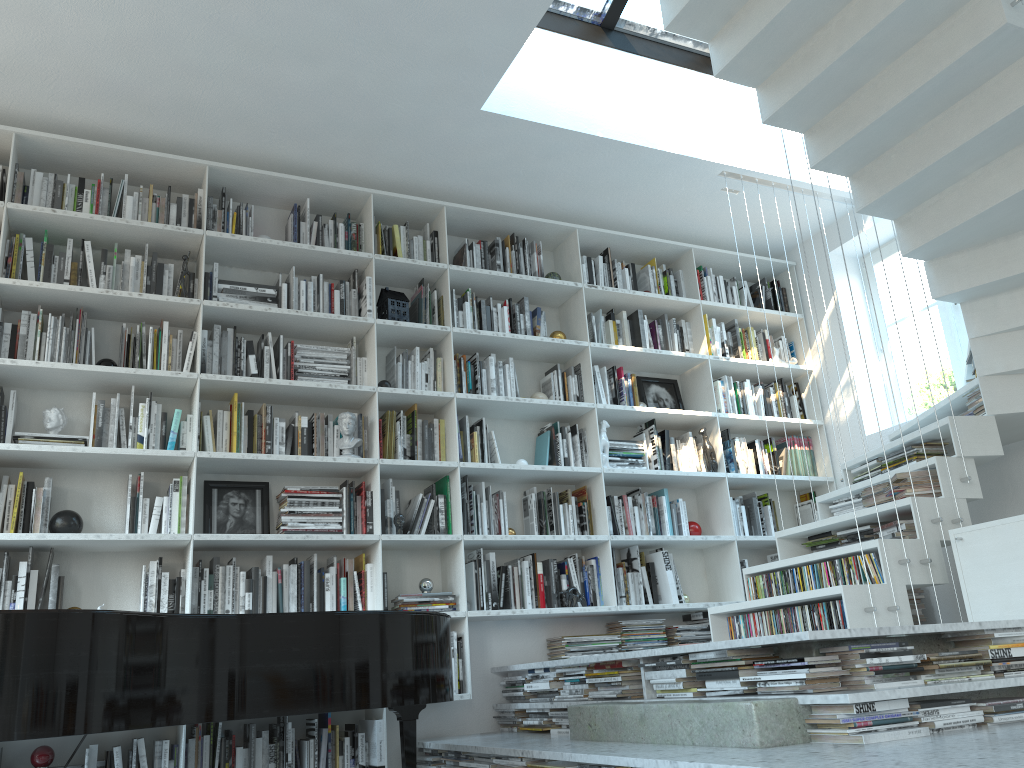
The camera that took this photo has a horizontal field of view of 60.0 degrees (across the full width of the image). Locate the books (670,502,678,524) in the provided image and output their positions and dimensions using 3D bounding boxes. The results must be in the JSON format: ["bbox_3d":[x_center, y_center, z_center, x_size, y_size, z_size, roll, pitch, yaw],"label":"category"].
[{"bbox_3d":[0.912,0.810,5.155,0.037,0.218,0.140,4,-20,-25],"label":"books"}]

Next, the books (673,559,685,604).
[{"bbox_3d":[0.902,1.126,5.031,0.062,0.273,0.148,4,-20,-25],"label":"books"}]

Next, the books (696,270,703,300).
[{"bbox_3d":[1.187,-0.583,5.784,0.013,0.285,0.151,4,-20,-25],"label":"books"}]

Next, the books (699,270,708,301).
[{"bbox_3d":[1.204,-0.578,5.775,0.012,0.268,0.185,4,-20,-25],"label":"books"}]

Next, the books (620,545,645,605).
[{"bbox_3d":[0.669,1.076,4.926,0.014,0.332,0.169,4,-20,-25],"label":"books"}]

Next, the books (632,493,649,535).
[{"bbox_3d":[0.702,0.764,5.030,0.028,0.254,0.192,4,-20,-25],"label":"books"}]

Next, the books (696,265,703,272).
[{"bbox_3d":[1.223,-0.597,5.821,0.014,0.330,0.143,4,-20,-25],"label":"books"}]

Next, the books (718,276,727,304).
[{"bbox_3d":[1.346,-0.558,5.859,0.029,0.263,0.179,4,-20,-25],"label":"books"}]

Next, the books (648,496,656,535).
[{"bbox_3d":[0.757,0.783,5.084,0.026,0.245,0.166,4,-20,-25],"label":"books"}]

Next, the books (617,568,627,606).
[{"bbox_3d":[0.567,1.127,4.868,0.023,0.213,0.164,4,-20,-25],"label":"books"}]

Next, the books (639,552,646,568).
[{"bbox_3d":[0.718,1.102,4.967,0.010,0.303,0.132,4,-20,-25],"label":"books"}]

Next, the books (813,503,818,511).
[{"bbox_3d":[1.899,0.885,5.622,0.022,0.236,0.152,4,-20,-25],"label":"books"}]

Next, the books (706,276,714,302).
[{"bbox_3d":[1.248,-0.559,5.803,0.023,0.243,0.183,4,-20,-25],"label":"books"}]

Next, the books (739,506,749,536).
[{"bbox_3d":[1.352,0.850,5.343,0.029,0.200,0.173,4,-20,-25],"label":"books"}]

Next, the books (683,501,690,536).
[{"bbox_3d":[0.967,0.810,5.173,0.027,0.222,0.170,4,-20,-25],"label":"books"}]

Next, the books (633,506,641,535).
[{"bbox_3d":[0.663,0.800,5.013,0.027,0.181,0.187,4,-20,-25],"label":"books"}]

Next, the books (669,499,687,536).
[{"bbox_3d":[0.944,0.802,5.163,0.025,0.234,0.182,4,-20,-25],"label":"books"}]

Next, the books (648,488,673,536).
[{"bbox_3d":[0.854,0.765,5.120,0.026,0.289,0.182,4,-20,-25],"label":"books"}]

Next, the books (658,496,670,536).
[{"bbox_3d":[0.835,0.784,5.099,0.023,0.243,0.190,4,-20,-25],"label":"books"}]

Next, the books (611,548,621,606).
[{"bbox_3d":[0.543,1.076,4.887,0.013,0.326,0.131,4,-20,-25],"label":"books"}]

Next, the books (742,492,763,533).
[{"bbox_3d":[1.468,0.820,5.428,0.013,0.296,0.141,4,-20,-25],"label":"books"}]

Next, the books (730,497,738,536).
[{"bbox_3d":[1.275,0.818,5.312,0.024,0.251,0.176,4,-20,-25],"label":"books"}]

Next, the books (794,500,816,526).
[{"bbox_3d":[1.860,0.873,5.604,0.012,0.253,0.161,4,-20,-25],"label":"books"}]

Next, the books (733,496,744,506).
[{"bbox_3d":[1.366,0.827,5.380,0.024,0.266,0.133,4,-20,-25],"label":"books"}]

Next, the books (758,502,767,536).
[{"bbox_3d":[1.485,0.850,5.418,0.014,0.229,0.173,4,-20,-25],"label":"books"}]

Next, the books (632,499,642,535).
[{"bbox_3d":[0.675,0.782,5.037,0.012,0.228,0.179,4,-20,-25],"label":"books"}]

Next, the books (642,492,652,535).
[{"bbox_3d":[0.729,0.765,5.049,0.012,0.261,0.187,4,-20,-25],"label":"books"}]

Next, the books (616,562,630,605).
[{"bbox_3d":[0.588,1.111,4.871,0.015,0.242,0.157,4,-20,-25],"label":"books"}]

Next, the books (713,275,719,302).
[{"bbox_3d":[1.299,-0.566,5.843,0.027,0.274,0.149,4,-20,-25],"label":"books"}]

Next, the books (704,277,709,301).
[{"bbox_3d":[1.220,-0.557,5.779,0.022,0.228,0.175,4,-20,-25],"label":"books"}]

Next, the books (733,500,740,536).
[{"bbox_3d":[1.299,0.831,5.329,0.037,0.235,0.153,4,-20,-25],"label":"books"}]

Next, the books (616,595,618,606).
[{"bbox_3d":[0.526,1.128,4.860,0.033,0.212,0.140,4,-20,-25],"label":"books"}]

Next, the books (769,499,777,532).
[{"bbox_3d":[1.566,0.849,5.468,0.012,0.253,0.161,4,-20,-25],"label":"books"}]

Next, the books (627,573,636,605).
[{"bbox_3d":[0.627,1.145,4.893,0.030,0.187,0.140,4,-20,-25],"label":"books"}]

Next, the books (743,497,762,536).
[{"bbox_3d":[1.426,0.829,5.371,0.027,0.247,0.184,4,-20,-25],"label":"books"}]

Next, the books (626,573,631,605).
[{"bbox_3d":[0.602,1.132,4.884,0.025,0.209,0.137,4,-20,-25],"label":"books"}]

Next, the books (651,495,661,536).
[{"bbox_3d":[0.784,0.777,5.076,0.014,0.248,0.177,4,-20,-25],"label":"books"}]

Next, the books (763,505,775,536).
[{"bbox_3d":[1.531,0.862,5.423,0.021,0.204,0.175,4,-20,-25],"label":"books"}]

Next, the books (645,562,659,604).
[{"bbox_3d":[0.747,1.128,4.950,0.031,0.238,0.172,4,-20,-25],"label":"books"}]

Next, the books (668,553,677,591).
[{"bbox_3d":[0.867,1.113,5.006,0.025,0.286,0.160,4,-20,-25],"label":"books"}]

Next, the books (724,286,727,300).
[{"bbox_3d":[1.366,-0.544,5.862,0.011,0.236,0.149,4,-20,-25],"label":"books"}]

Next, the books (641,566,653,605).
[{"bbox_3d":[0.703,1.134,4.922,0.052,0.216,0.185,4,-20,-25],"label":"books"}]

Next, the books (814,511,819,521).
[{"bbox_3d":[1.884,0.906,5.595,0.028,0.180,0.167,4,-20,-25],"label":"books"}]

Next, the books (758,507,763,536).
[{"bbox_3d":[1.453,0.863,5.405,0.027,0.200,0.164,4,-20,-25],"label":"books"}]

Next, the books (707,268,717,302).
[{"bbox_3d":[1.272,-0.586,5.826,0.012,0.305,0.185,4,-20,-25],"label":"books"}]

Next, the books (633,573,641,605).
[{"bbox_3d":[0.655,1.146,4.898,0.024,0.184,0.149,4,-20,-25],"label":"books"}]

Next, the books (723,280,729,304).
[{"bbox_3d":[1.378,-0.545,5.880,0.027,0.249,0.155,4,-20,-25],"label":"books"}]

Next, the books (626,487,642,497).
[{"bbox_3d":[0.710,0.752,5.064,0.013,0.298,0.148,4,-20,-25],"label":"books"}]

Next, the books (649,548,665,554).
[{"bbox_3d":[0.839,1.100,5.023,0.012,0.325,0.136,4,-20,-25],"label":"books"}]

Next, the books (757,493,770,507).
[{"bbox_3d":[1.539,0.828,5.449,0.011,0.283,0.161,4,-20,-25],"label":"books"}]

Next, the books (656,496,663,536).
[{"bbox_3d":[0.808,0.786,5.115,0.012,0.253,0.161,4,-20,-25],"label":"books"}]

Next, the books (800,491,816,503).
[{"bbox_3d":[1.908,0.852,5.648,0.013,0.314,0.130,4,-20,-25],"label":"books"}]

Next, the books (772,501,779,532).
[{"bbox_3d":[1.580,0.855,5.468,0.013,0.239,0.166,4,-20,-25],"label":"books"}]

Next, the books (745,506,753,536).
[{"bbox_3d":[1.393,0.854,5.376,0.025,0.207,0.149,4,-20,-25],"label":"books"}]

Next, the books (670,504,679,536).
[{"bbox_3d":[0.890,0.811,5.125,0.030,0.200,0.190,4,-20,-25],"label":"books"}]

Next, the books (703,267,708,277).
[{"bbox_3d":[1.254,-0.591,5.837,0.012,0.325,0.152,4,-20,-25],"label":"books"}]

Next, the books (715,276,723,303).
[{"bbox_3d":[1.323,-0.557,5.847,0.022,0.258,0.163,4,-20,-25],"label":"books"}]

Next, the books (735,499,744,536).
[{"bbox_3d":[1.325,0.830,5.343,0.022,0.241,0.152,4,-20,-25],"label":"books"}]

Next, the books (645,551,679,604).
[{"bbox_3d":[0.810,1.094,4.944,0.075,0.290,0.256,4,-20,-25],"label":"books"}]
